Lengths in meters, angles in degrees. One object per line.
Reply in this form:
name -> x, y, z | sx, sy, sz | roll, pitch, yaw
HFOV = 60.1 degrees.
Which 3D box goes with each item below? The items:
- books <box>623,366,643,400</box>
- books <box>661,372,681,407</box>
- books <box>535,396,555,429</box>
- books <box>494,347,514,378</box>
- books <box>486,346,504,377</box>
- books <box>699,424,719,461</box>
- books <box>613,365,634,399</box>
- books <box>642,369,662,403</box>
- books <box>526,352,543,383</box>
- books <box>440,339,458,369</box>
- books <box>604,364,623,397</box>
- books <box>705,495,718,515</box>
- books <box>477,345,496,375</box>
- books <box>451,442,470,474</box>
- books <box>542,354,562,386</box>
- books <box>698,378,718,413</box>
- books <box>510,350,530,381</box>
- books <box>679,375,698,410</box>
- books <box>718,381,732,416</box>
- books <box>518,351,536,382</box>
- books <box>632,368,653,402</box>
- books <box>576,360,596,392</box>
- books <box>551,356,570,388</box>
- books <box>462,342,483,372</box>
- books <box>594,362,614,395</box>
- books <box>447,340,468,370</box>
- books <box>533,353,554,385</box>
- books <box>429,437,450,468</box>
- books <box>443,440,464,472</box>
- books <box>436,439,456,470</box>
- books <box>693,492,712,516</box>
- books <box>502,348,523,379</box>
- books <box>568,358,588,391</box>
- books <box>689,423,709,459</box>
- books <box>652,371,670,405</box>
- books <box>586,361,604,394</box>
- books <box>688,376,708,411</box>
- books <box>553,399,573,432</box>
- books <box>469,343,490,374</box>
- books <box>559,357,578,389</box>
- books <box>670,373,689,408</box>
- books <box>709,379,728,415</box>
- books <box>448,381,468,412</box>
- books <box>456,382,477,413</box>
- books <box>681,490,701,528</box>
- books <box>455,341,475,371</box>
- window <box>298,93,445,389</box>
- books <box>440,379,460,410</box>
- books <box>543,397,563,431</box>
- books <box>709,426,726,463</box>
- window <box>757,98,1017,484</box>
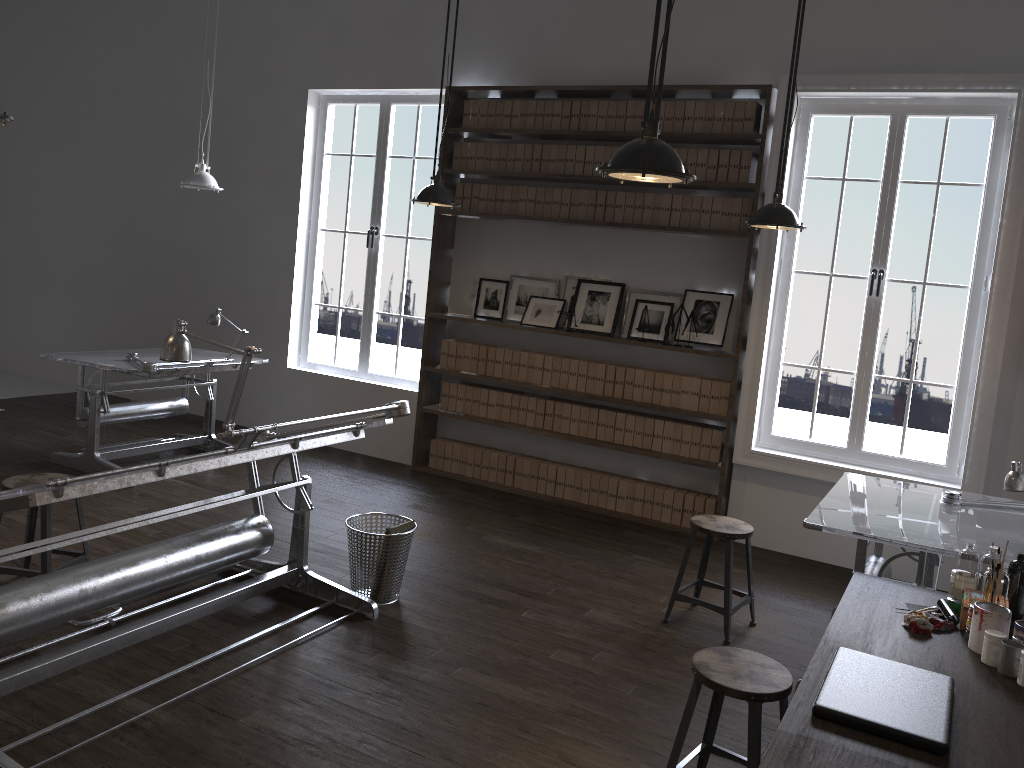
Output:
books -> 0.866, -0.005, 6.321 | 0.067, 0.224, 0.175 | 8, 7, 27
books -> 1.109, 0.038, 6.185 | 0.067, 0.225, 0.175 | 8, 7, 27
books -> 0.248, 0.212, 6.658 | 0.067, 0.224, 0.175 | 8, 7, 27
books -> -0.060, -0.164, 6.805 | 0.067, 0.224, 0.175 | 8, 7, 27
books -> -0.120, -0.175, 6.842 | 0.067, 0.224, 0.175 | 8, 7, 27
books -> 1.353, 0.402, 6.074 | 0.067, 0.224, 0.175 | 8, 7, 27
books -> 0.798, -0.016, 6.351 | 0.067, 0.225, 0.175 | 8, 7, 27
books -> 0.991, 0.016, 6.254 | 0.067, 0.224, 0.175 | 8, 7, 27
books -> 0.183, -0.123, 6.680 | 0.067, 0.224, 0.175 | 8, 7, 27
books -> -0.492, -0.239, 7.035 | 0.067, 0.224, 0.175 | 8, 7, 27
books -> 0.736, -0.028, 6.390 | 0.067, 0.224, 0.175 | 8, 7, 27
books -> 1.376, 0.890, 6.076 | 0.067, 0.224, 0.175 | 8, 7, 27
books -> -0.189, -0.186, 6.872 | 0.067, 0.225, 0.175 | 8, 7, 27
books -> -0.401, 0.584, 7.014 | 0.067, 0.224, 0.175 | 8, 7, 27
books -> 0.300, -0.102, 6.614 | 0.067, 0.225, 0.175 | 8, 7, 27
books -> 1.345, 0.078, 6.066 | 0.067, 0.224, 0.175 | 8, 7, 27
books -> 0.066, -0.143, 6.743 | 0.067, 0.224, 0.175 | 8, 7, 27
books -> 1.224, 0.057, 6.128 | 0.067, 0.224, 0.175 | 8, 7, 27
books -> 1.461, 0.098, 5.999 | 0.067, 0.225, 0.175 | 8, 7, 27
books -> 0.122, -0.132, 6.707 | 0.067, 0.225, 0.175 | 8, 7, 27
books -> 0.927, 0.006, 6.284 | 0.067, 0.224, 0.175 | 8, 7, 27
books -> 0.547, -0.059, 6.482 | 0.067, 0.224, 0.175 | 8, 7, 27
books -> 0.364, -0.092, 6.585 | 0.067, 0.224, 0.175 | 8, 7, 27
books -> -0.310, -0.208, 6.940 | 0.067, 0.224, 0.175 | 8, 7, 27
books -> 0.668, -0.039, 6.423 | 0.067, 0.224, 0.175 | 8, 7, 27
books -> -0.431, -0.228, 6.999 | 0.067, 0.224, 0.175 | 8, 7, 27
books -> 0.238, -0.113, 6.649 | 0.067, 0.224, 0.175 | 8, 7, 27
books -> -0.586, 0.552, 7.116 | 0.067, 0.224, 0.175 | 8, 7, 27
books -> -0.466, 0.573, 7.046 | 0.067, 0.225, 0.175 | 8, 7, 27
books -> -0.526, 0.562, 7.082 | 0.067, 0.224, 0.175 | 8, 7, 27
books -> 1.311, 0.879, 6.113 | 0.067, 0.224, 0.175 | 8, 7, 27
books -> 0.004, -0.154, 6.776 | 0.067, 0.224, 0.175 | 8, 7, 27
books -> 0.485, -0.070, 6.518 | 0.067, 0.224, 0.175 | 8, 7, 27
books -> 1.291, 0.392, 6.107 | 0.067, 0.224, 0.175 | 8, 7, 27
books -> 1.053, 0.027, 6.221 | 0.067, 0.224, 0.175 | 8, 7, 27
books -> 0.611, -0.048, 6.448 | 0.067, 0.225, 0.175 | 8, 7, 27
books -> 1.282, 0.067, 6.095 | 0.067, 0.225, 0.175 | 8, 7, 27
books -> 0.379, 0.234, 6.589 | 0.067, 0.224, 0.175 | 8, 7, 27
books -> -0.251, -0.198, 6.911 | 0.067, 0.224, 0.175 | 8, 7, 27
books -> 0.426, -0.081, 6.554 | 0.067, 0.224, 0.175 | 8, 7, 27
books -> 1.170, 0.047, 6.158 | 0.067, 0.224, 0.175 | 8, 7, 27
books -> 1.407, 0.088, 6.035 | 0.067, 0.224, 0.175 | 8, 7, 27
books -> -0.426, 0.097, 7.007 | 0.067, 0.224, 0.175 | 8, 7, 27
books -> -0.360, 0.107, 6.976 | 0.067, 0.224, 0.175 | 8, 7, 27
books -> 1.243, 0.868, 6.143 | 0.067, 0.225, 0.175 | 8, 7, 27
books -> -0.367, -0.217, 6.965 | 0.067, 0.225, 0.175 | 8, 7, 27
window -> -1.150, -1.208, 7.458 | 1.487, 2.486, 0.153 | 9, 6, 28
books -> -0.489, 0.086, 7.040 | 0.067, 0.225, 0.175 | 8, 7, 27
books -> 0.311, 0.223, 6.619 | 0.067, 0.225, 0.175 | 8, 7, 27
books -> 1.413, 0.413, 6.037 | 0.067, 0.224, 0.175 | 8, 7, 27
window -> 2.270, -0.608, 5.514 | 1.248, 2.299, 0.153 | 9, 6, 28
